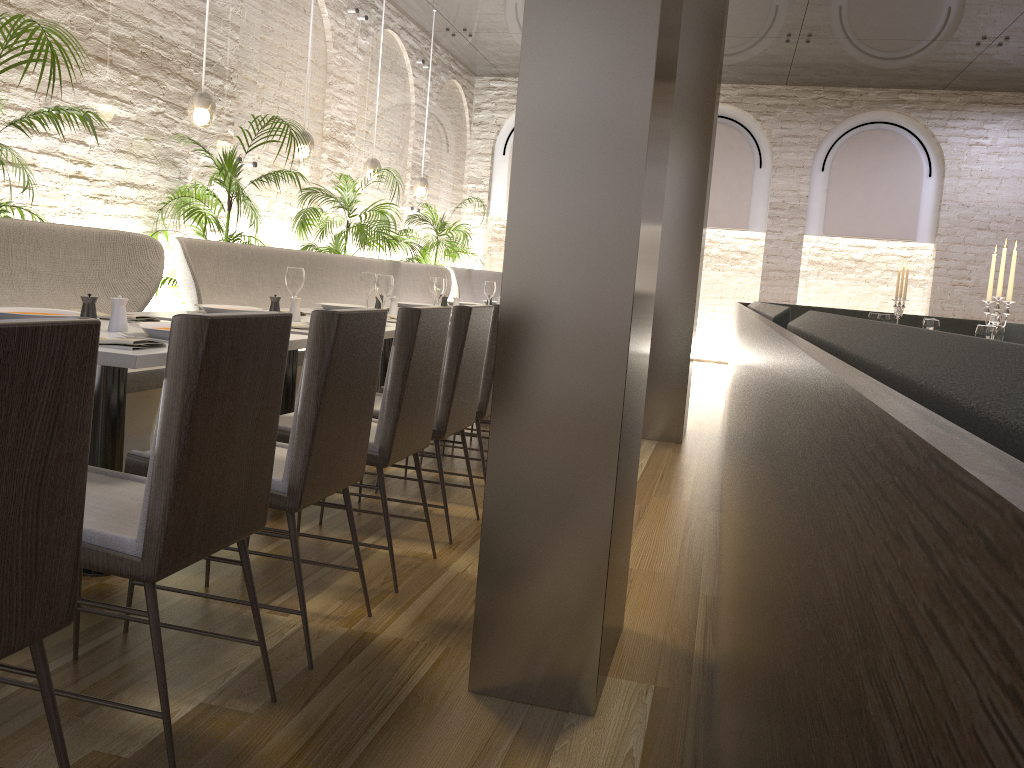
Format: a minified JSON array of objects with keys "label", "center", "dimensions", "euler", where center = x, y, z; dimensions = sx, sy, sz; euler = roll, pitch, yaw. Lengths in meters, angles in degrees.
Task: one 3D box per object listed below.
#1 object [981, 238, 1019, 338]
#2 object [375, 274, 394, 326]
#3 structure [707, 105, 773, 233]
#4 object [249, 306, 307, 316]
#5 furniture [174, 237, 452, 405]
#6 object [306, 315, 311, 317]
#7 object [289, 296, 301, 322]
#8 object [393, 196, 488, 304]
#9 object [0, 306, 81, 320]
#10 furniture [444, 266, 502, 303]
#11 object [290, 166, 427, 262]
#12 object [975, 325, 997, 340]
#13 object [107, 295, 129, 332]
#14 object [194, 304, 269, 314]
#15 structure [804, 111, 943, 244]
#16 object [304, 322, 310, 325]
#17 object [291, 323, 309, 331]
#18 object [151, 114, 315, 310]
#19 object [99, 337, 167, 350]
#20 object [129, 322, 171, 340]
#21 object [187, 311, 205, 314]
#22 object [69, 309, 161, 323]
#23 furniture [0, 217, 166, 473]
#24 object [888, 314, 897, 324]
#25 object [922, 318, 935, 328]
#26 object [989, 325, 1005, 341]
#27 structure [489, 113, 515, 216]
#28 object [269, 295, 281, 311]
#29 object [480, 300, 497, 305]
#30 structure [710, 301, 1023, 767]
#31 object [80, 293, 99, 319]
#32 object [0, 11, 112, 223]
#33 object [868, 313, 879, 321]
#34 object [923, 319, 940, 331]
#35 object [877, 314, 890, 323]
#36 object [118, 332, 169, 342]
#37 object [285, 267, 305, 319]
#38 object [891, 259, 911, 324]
[{"label":"object","center":[2.350,-0.381,4.287],"dimensions":[0.132,0.655,0.391],"euler":[7,5,24]},{"label":"object","center":[-0.584,-0.379,4.014],"dimensions":[0.086,0.230,0.087],"euler":[2,6,-34]},{"label":"structure","center":[2.713,-2.967,12.115],"dimensions":[1.635,1.669,0.098],"euler":[6,5,13]},{"label":"object","center":[-1.139,-0.345,4.235],"dimensions":[0.273,0.033,0.143],"euler":[6,7,13]},{"label":"furniture","center":[-1.072,-0.410,6.698],"dimensions":[0.709,1.093,4.488],"euler":[6,7,13]},{"label":"object","center":[-0.717,-0.263,3.781],"dimensions":[0.321,0.036,0.323],"euler":[-1,9,-41]},{"label":"object","center":[-0.934,-0.324,3.810],"dimensions":[0.059,0.109,0.059],"euler":[7,5,22]},{"label":"object","center":[-0.894,-1.262,10.383],"dimensions":[1.145,1.968,1.193],"euler":[4,5,-6]},{"label":"object","center":[-1.505,-0.214,2.808],"dimensions":[0.321,0.036,0.323],"euler":[4,7,-9]},{"label":"furniture","center":[-0.199,-0.759,10.264],"dimensions":[0.708,1.093,2.592],"euler":[6,6,13]},{"label":"object","center":[-1.494,-1.030,7.997],"dimensions":[1.144,1.968,1.193],"euler":[1,6,-36]},{"label":"object","center":[2.113,-0.148,3.969],"dimensions":[0.086,0.230,0.087],"euler":[6,5,13]},{"label":"object","center":[-1.203,-0.216,2.711],"dimensions":[0.059,0.109,0.059],"euler":[5,5,5]},{"label":"object","center":[-1.236,-0.321,3.907],"dimensions":[0.321,0.036,0.323],"euler":[-1,9,-41]},{"label":"structure","center":[4.764,-2.737,11.625],"dimensions":[1.635,1.669,0.098],"euler":[6,5,13]},{"label":"object","center":[-0.766,-0.238,3.605],"dimensions":[0.181,0.015,0.038],"euler":[7,7,15]},{"label":"object","center":[-0.804,-0.222,3.433],"dimensions":[0.273,0.033,0.143],"euler":[6,7,13]},{"label":"object","center":[-1.969,-0.838,6.047],"dimensions":[1.149,1.968,1.188],"euler":[10,7,44]},{"label":"object","center":[-1.073,-0.114,2.334],"dimensions":[0.273,0.033,0.143],"euler":[6,7,13]},{"label":"object","center":[-0.985,-0.155,2.682],"dimensions":[0.321,0.036,0.323],"euler":[4,7,-9]},{"label":"object","center":[-1.285,-0.294,3.731],"dimensions":[0.185,0.010,0.017],"euler":[6,6,13]},{"label":"object","center":[-1.407,-0.237,3.136],"dimensions":[0.273,0.033,0.143],"euler":[6,7,13]},{"label":"furniture","center":[-2.173,0.031,2.198],"dimensions":[0.709,1.093,4.488],"euler":[6,7,13]},{"label":"object","center":[3.068,-0.447,7.175],"dimensions":[0.086,0.230,0.086],"euler":[3,5,-17]},{"label":"object","center":[2.934,-0.349,6.253],"dimensions":[0.086,0.230,0.086],"euler":[1,6,-41]},{"label":"object","center":[2.554,-0.197,4.698],"dimensions":[0.086,0.230,0.086],"euler":[7,5,25]},{"label":"structure","center":[0.525,-3.212,12.638],"dimensions":[1.635,1.669,0.098],"euler":[6,5,13]},{"label":"object","center":[-1.013,-0.327,3.782],"dimensions":[0.059,0.109,0.059],"euler":[7,5,22]},{"label":"object","center":[-0.142,-0.760,8.384],"dimensions":[0.321,0.036,0.323],"euler":[-1,9,-39]},{"label":"structure","center":[1.903,0.352,2.776],"dimensions":[2.374,0.997,10.778],"euler":[6,7,13]},{"label":"object","center":[-1.282,-0.220,2.683],"dimensions":[0.059,0.109,0.059],"euler":[5,5,5]},{"label":"object","center":[-2.470,-0.638,3.998],"dimensions":[1.149,1.968,1.188],"euler":[10,7,44]},{"label":"object","center":[2.862,-0.448,7.032],"dimensions":[0.086,0.230,0.086],"euler":[1,6,-41]},{"label":"object","center":[2.374,-0.252,5.036],"dimensions":[0.086,0.230,0.086],"euler":[7,5,25]},{"label":"object","center":[2.754,-0.405,6.591],"dimensions":[0.086,0.230,0.086],"euler":[1,6,-41]},{"label":"object","center":[-1.034,-0.131,2.506],"dimensions":[0.181,0.015,0.038],"euler":[7,7,15]},{"label":"object","center":[-0.985,-0.411,4.002],"dimensions":[0.086,0.230,0.087],"euler":[2,6,-34]},{"label":"object","center":[2.952,-0.622,6.746],"dimensions":[0.132,0.655,0.391],"euler":[7,5,24]}]
